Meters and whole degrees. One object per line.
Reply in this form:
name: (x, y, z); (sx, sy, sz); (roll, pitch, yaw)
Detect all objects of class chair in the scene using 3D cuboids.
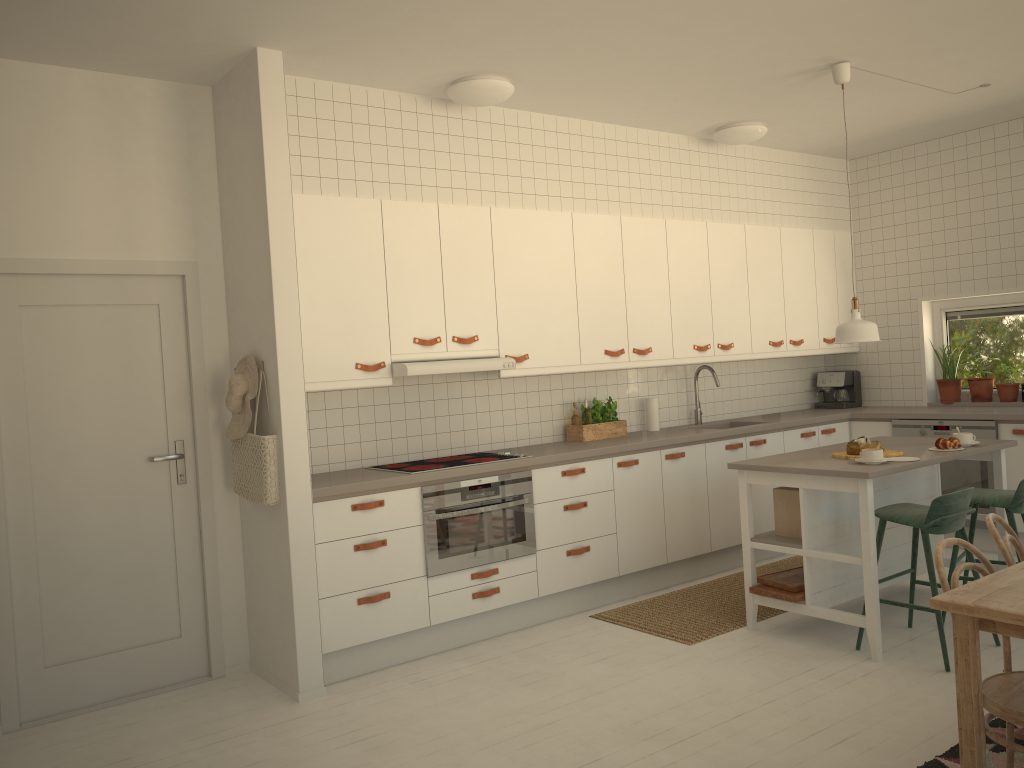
chair: (1.844, 0.840, 2.900); (0.483, 0.810, 0.385); (-3, 1, 36)
chair: (1.496, 0.870, 2.526); (0.385, 0.810, 0.483); (-4, 1, -39)
chair: (2.426, 0.814, 4.459); (0.446, 0.752, 0.485); (-3, 1, 38)
chair: (1.910, 0.854, 4.119); (0.485, 0.752, 0.446); (-4, 1, -37)

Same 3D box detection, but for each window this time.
window: (3.760, -0.264, 6.013); (0.293, 0.816, 1.898); (-4, 1, -37)

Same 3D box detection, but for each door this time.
door: (-1.884, 0.451, 4.091); (0.955, 2.033, 0.166); (-4, 1, -37)

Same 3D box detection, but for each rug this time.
rug: (2.342, 1.225, 2.598); (3.026, 0.035, 1.748); (-4, 2, -37)
rug: (1.456, 1.234, 5.270); (2.000, 0.004, 0.750); (-4, 2, -37)

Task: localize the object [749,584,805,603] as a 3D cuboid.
object: (1.458, 1.028, 4.510); (0.430, 0.030, 0.280); (-4, 2, -37)

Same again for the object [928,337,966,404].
object: (3.261, -0.109, 6.581); (0.300, 0.499, 0.334); (-3, 1, 37)

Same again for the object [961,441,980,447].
object: (2.371, 0.316, 4.663); (0.160, 0.020, 0.160); (-5, 2, -40)

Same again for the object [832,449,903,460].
object: (1.797, 0.356, 4.485); (0.306, 0.019, 0.237); (-4, 1, -20)

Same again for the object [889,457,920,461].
object: (1.872, 0.363, 4.265); (0.167, 0.005, 0.167); (-5, 2, -41)

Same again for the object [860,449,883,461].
object: (1.708, 0.339, 4.206); (0.098, 0.064, 0.094); (-3, 1, 12)

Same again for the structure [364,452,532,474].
structure: (-0.340, 0.432, 4.795); (0.764, 0.057, 0.504); (-4, 2, -37)

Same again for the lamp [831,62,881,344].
lamp: (1.766, -0.961, 4.644); (0.230, 1.490, 0.229); (-4, 1, -36)

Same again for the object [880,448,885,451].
object: (1.857, 0.335, 4.520); (0.068, 0.017, 0.077); (-4, 1, -28)

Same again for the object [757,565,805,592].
object: (1.506, 0.994, 4.568); (0.430, 0.030, 0.280); (-4, 1, -28)

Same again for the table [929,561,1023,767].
table: (2.104, 0.871, 2.509); (1.798, 0.749, 0.894); (-4, 1, -37)

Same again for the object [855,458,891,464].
object: (1.712, 0.367, 4.205); (0.160, 0.020, 0.160); (-3, 1, 19)

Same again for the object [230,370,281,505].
object: (-1.193, 0.245, 4.104); (0.093, 0.612, 0.439); (-4, 1, -37)

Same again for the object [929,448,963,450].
object: (2.233, 0.332, 4.557); (0.120, 0.005, 0.122); (-4, 1, -18)

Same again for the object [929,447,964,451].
object: (2.230, 0.334, 4.554); (0.167, 0.005, 0.167); (-5, 2, -41)

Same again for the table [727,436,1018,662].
table: (1.939, 0.786, 4.671); (1.424, 0.864, 0.794); (-4, 1, -37)

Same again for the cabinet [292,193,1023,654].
cabinet: (1.505, -0.007, 4.773); (4.846, 2.159, 2.852); (-4, 1, -37)

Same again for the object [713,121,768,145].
object: (1.501, -1.635, 5.836); (0.351, 0.101, 0.351); (-3, 1, 6)

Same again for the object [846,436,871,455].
object: (1.737, 0.309, 4.447); (0.090, 0.087, 0.086); (-4, 1, -29)

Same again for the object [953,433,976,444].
object: (2.372, 0.290, 4.664); (0.098, 0.060, 0.094); (-4, 1, -39)

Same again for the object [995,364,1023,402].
object: (3.506, -0.006, 6.247); (0.194, 0.277, 0.177); (-3, 1, 20)

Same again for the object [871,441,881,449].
object: (1.815, 0.317, 4.477); (0.072, 0.057, 0.083); (-4, 1, -30)

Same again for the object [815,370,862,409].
object: (2.575, 0.047, 7.101); (0.279, 0.292, 0.316); (-4, 1, -36)

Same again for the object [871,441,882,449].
object: (1.833, 0.317, 4.500); (0.073, 0.055, 0.083); (-4, 1, -30)

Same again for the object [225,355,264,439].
object: (-1.262, 0.061, 4.118); (0.136, 0.385, 0.335); (-4, 1, -37)

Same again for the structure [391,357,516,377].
structure: (-0.391, -0.092, 4.831); (0.681, 0.073, 0.482); (-4, 2, -37)

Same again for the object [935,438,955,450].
object: (2.214, 0.306, 4.559); (0.070, 0.060, 0.131); (-4, 1, 2)

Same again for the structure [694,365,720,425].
structure: (1.366, 0.077, 6.230); (0.063, 0.421, 0.236); (-4, 1, -29)

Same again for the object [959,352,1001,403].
object: (3.401, -0.053, 6.423); (0.234, 0.370, 0.258); (-4, 1, -25)

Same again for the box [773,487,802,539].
box: (1.558, 0.644, 4.564); (0.357, 0.242, 0.237); (-4, 1, -36)

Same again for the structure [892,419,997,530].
structure: (3.183, 0.581, 6.199); (0.704, 0.710, 0.705); (-4, 1, -37)

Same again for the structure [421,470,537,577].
structure: (-0.346, 0.716, 4.844); (0.682, 0.447, 0.704); (-4, 1, -37)

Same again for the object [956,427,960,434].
object: (2.370, 0.273, 4.686); (0.028, 0.086, 0.102); (-3, 1, 4)

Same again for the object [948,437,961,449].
object: (2.266, 0.303, 4.543); (0.060, 0.059, 0.074); (-3, 1, 23)

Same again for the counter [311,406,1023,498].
counter: (1.531, 0.390, 4.777); (4.846, 0.163, 2.856); (-4, 2, -37)

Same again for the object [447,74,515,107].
object: (-0.161, -1.505, 4.601); (0.351, 0.101, 0.351); (-3, 1, 6)
